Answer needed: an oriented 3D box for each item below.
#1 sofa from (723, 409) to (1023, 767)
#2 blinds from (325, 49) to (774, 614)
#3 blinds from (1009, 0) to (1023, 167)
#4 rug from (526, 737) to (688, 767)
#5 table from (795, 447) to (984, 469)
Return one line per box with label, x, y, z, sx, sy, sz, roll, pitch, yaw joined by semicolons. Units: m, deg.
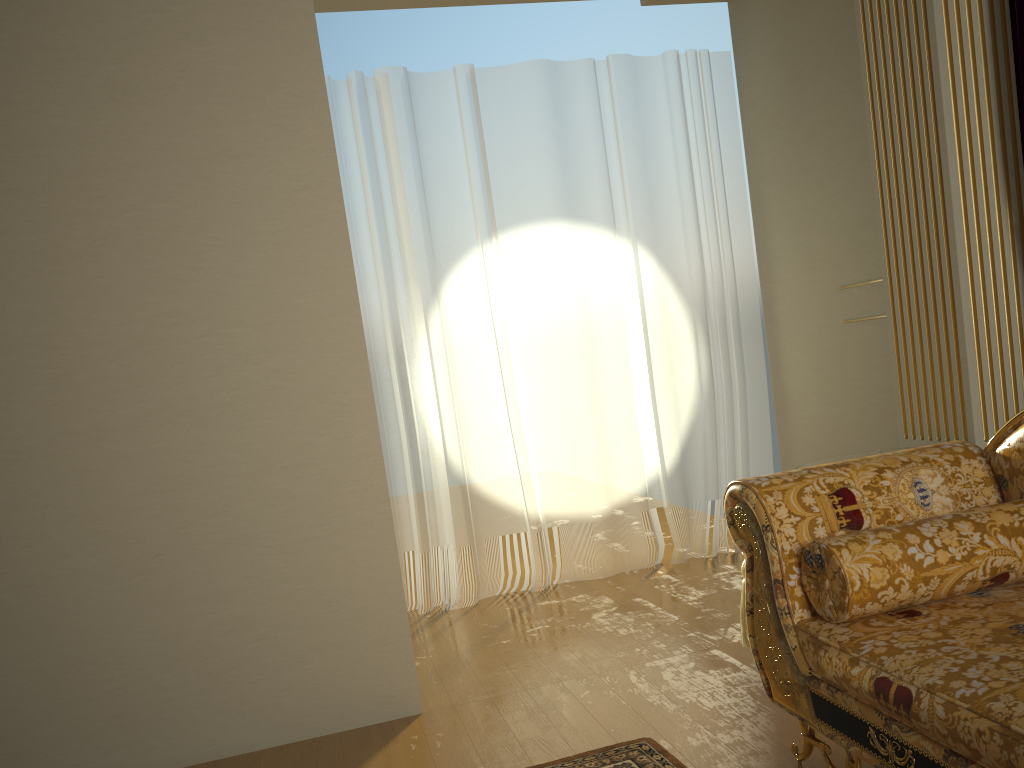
sofa;1.090;0.476;1.475;0.692;0.874;1.891;-9;2;-13
blinds;0.233;-0.274;4.254;2.162;2.519;0.163;-9;5;-11
blinds;1.879;-0.537;1.681;0.338;2.666;2.230;-9;3;-13
rug;-0.830;1.183;1.124;3.071;0.017;2.114;-8;1;-13
table;1.209;0.556;2.748;0.573;0.646;0.567;-6;4;32
